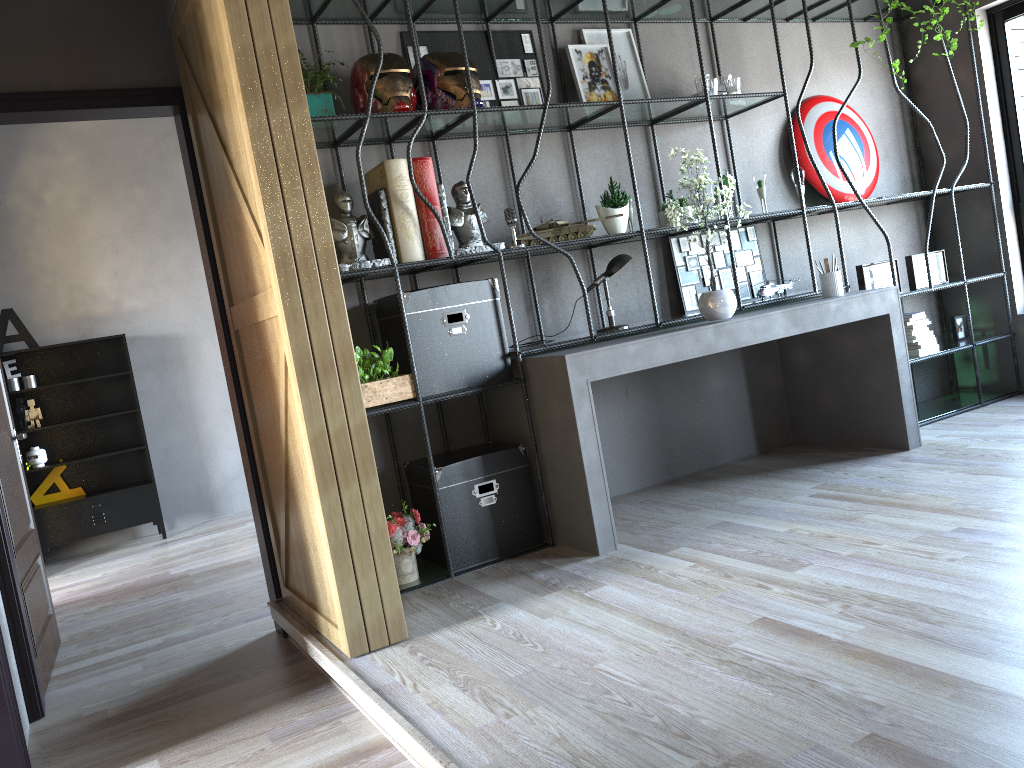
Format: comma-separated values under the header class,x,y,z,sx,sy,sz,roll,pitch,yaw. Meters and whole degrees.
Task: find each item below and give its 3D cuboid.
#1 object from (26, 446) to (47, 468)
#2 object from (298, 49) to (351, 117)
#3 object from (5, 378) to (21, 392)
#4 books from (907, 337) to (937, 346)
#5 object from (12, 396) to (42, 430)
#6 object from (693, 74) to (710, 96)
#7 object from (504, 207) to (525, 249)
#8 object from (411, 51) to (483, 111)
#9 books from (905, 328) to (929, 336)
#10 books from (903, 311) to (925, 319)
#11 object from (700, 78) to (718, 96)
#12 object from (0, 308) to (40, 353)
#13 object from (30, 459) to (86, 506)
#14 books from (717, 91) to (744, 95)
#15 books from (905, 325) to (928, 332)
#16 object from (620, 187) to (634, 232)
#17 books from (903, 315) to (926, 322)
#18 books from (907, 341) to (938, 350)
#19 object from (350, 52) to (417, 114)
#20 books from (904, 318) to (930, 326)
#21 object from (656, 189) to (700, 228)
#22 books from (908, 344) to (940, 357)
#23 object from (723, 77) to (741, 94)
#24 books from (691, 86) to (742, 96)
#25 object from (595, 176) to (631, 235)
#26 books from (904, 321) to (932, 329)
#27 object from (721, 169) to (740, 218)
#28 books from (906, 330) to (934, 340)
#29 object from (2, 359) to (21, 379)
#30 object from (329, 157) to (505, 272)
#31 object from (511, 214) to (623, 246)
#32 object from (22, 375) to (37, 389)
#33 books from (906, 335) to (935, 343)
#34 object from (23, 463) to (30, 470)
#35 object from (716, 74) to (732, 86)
class,x,y,z,sx,sy,sz,roll,pitch,yaw
object,-3.681,0.568,6.864,0.139,0.162,0.139,-8,5,28
object,-0.880,-1.275,3.867,0.295,0.339,0.325,-9,4,19
object,-3.881,0.009,6.897,0.095,0.101,0.095,-10,4,-5
books,2.503,-0.263,5.569,0.175,0.023,0.249,-12,5,-27
object,-3.751,0.222,6.858,0.190,0.254,0.129,-12,4,-29
object,1.050,-1.607,4.854,0.087,0.155,0.087,-11,4,-15
object,0.003,-0.738,4.206,0.093,0.200,0.093,-12,5,-32
object,-0.297,-1.400,4.159,0.281,0.327,0.399,-13,5,-37
books,2.469,-0.322,5.570,0.159,0.021,0.224,-12,5,-27
books,2.451,-0.425,5.556,0.159,0.024,0.200,-13,6,-37
object,1.061,-1.572,4.741,0.092,0.099,0.093,-9,4,10
object,-3.913,-0.417,6.937,0.343,0.344,0.057,-12,4,-27
object,-3.633,0.770,7.051,0.394,0.320,0.057,-12,4,-27
books,1.181,-1.640,5.089,0.243,0.024,0.175,-13,5,-31
books,2.471,-0.345,5.570,0.155,0.022,0.205,-13,5,-32
object,0.632,-0.935,4.815,0.113,0.273,0.113,-8,4,29
books,2.460,-0.406,5.566,0.155,0.020,0.205,-12,5,-27
books,2.507,-0.240,5.571,0.175,0.023,0.249,-13,5,-32
object,-0.574,-1.339,4.012,0.280,0.327,0.399,-12,4,-22
books,2.470,-0.386,5.555,0.162,0.023,0.231,-11,5,-12
object,0.876,-0.943,4.751,0.235,0.212,0.235,-9,4,18
books,2.513,-0.208,5.570,0.193,0.043,0.248,-12,5,-27
object,1.202,-1.603,4.816,0.092,0.099,0.093,-9,4,20
books,1.171,-1.665,5.078,0.225,0.029,0.179,-13,5,-35
object,0.525,-0.911,4.545,0.193,0.305,0.137,-10,4,6
books,2.470,-0.365,5.564,0.175,0.019,0.243,-12,5,-27
object,1.166,-1.031,4.814,0.113,0.274,0.113,-12,4,-24
books,2.478,-0.299,5.567,0.194,0.028,0.245,-13,5,-32
object,-3.910,-0.113,6.933,0.107,0.151,0.055,-12,4,-27
object,-0.481,-0.775,4.077,0.834,0.465,0.289,-12,4,-27
object,0.277,-0.793,4.478,0.577,0.170,0.207,-9,4,8
object,-3.781,-0.013,6.950,0.095,0.101,0.095,-10,4,-5
books,2.482,-0.278,5.570,0.193,0.014,0.255,-12,5,-24
object,-3.702,0.629,6.761,0.042,0.054,0.031,-9,4,18
object,1.213,-1.721,5.076,0.103,0.068,0.103,-13,5,-34
